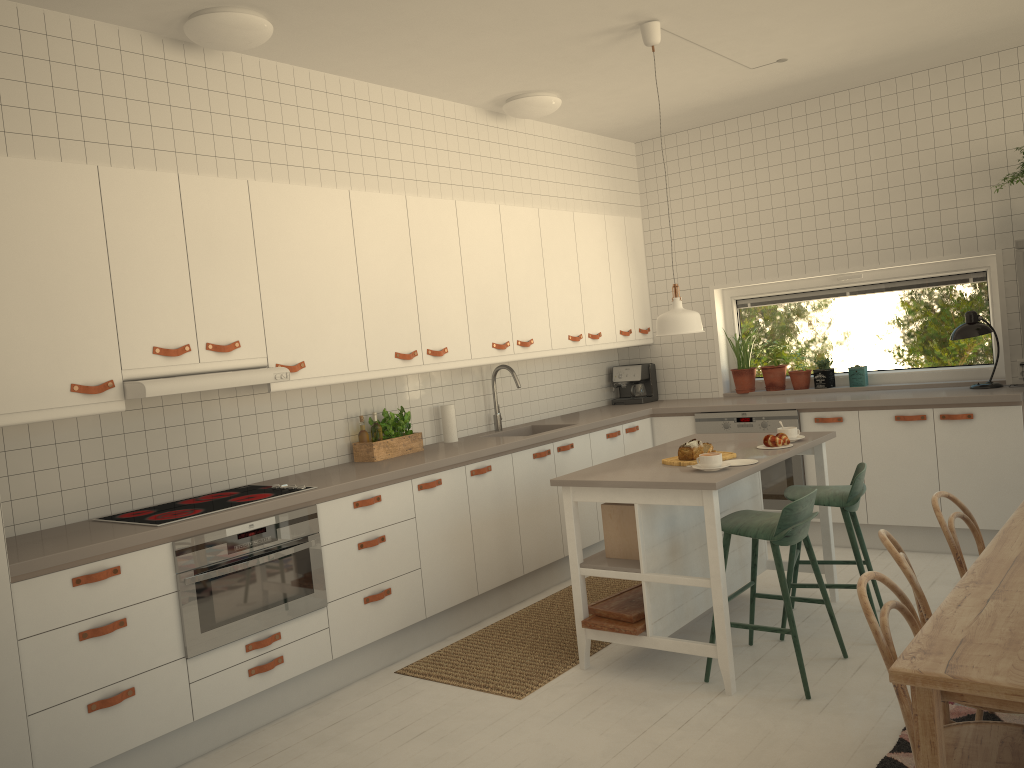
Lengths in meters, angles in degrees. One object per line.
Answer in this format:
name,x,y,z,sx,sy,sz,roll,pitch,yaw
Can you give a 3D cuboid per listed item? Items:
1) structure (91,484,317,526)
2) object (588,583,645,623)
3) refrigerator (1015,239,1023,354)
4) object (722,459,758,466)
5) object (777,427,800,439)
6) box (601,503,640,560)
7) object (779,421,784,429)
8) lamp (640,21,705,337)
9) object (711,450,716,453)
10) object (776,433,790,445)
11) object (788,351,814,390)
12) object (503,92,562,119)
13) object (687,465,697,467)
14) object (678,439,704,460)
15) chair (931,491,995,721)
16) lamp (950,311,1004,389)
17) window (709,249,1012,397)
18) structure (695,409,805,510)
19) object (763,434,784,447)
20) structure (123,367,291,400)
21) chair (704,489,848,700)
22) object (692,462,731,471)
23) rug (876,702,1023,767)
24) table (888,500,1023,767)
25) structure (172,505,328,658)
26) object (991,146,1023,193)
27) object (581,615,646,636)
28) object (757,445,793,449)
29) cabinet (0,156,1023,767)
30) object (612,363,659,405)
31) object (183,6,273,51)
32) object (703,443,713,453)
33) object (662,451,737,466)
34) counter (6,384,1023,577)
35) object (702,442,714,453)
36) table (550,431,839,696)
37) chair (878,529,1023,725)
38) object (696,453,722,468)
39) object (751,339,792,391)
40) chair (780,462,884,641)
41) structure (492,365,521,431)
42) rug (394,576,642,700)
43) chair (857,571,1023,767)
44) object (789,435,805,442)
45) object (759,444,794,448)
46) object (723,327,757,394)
structure,-1.287,0.516,3.769,0.504,0.057,0.764,-4,3,38
object,0.576,0.990,4.040,0.430,0.030,0.280,-8,4,-43
refrigerator,3.414,0.050,4.685,1.145,1.777,0.559,-4,3,38
object,0.980,0.341,3.839,0.167,0.005,0.167,-4,3,34
object,1.354,0.246,4.354,0.094,0.060,0.098,-4,3,35
box,0.612,0.637,4.047,0.237,0.242,0.357,-4,3,39
object,1.346,0.229,4.375,0.028,0.086,0.102,-6,2,-11
lamp,0.719,-0.975,4.165,0.229,1.490,0.230,-4,3,39
object,0.897,0.314,4.080,0.068,0.017,0.077,-8,4,-44
object,1.284,0.264,4.210,0.060,0.059,0.074,-5,2,8
object,2.017,-0.096,6.178,0.194,0.277,0.177,-6,2,5
object,0.121,-1.631,5.241,0.351,0.101,0.351,-6,3,-10
object,0.803,0.346,3.785,0.132,0.011,0.027,-6,3,-13
object,0.800,0.294,3.978,0.090,0.087,0.086,-8,3,-44
chair,1.671,0.761,2.898,0.483,0.810,0.386,-4,3,41
lamp,2.759,-0.206,5.294,0.262,0.465,0.239,-7,2,-23
window,2.312,-0.368,6.017,1.897,0.816,0.293,-4,3,38
structure,1.746,0.505,6.051,0.705,0.710,0.704,-4,3,38
object,1.230,0.269,4.211,0.070,0.060,0.131,-6,3,-14
structure,-1.369,-0.004,3.786,0.482,0.073,0.681,-4,3,38
chair,1.077,0.829,3.712,0.446,0.752,0.485,-4,3,38
object,0.842,0.352,3.739,0.160,0.020,0.160,-6,3,4
rug,1.909,1.173,2.361,1.748,0.035,3.027,-4,3,38
table,1.688,0.830,2.210,0.894,0.749,1.798,-4,3,38
structure,-1.294,0.801,3.816,0.704,0.447,0.682,-4,3,38
object,2.908,-1.074,4.830,0.468,0.545,0.474,-8,3,-38
object,0.546,1.026,3.971,0.280,0.030,0.430,-4,3,38
object,1.248,0.297,4.212,0.167,0.005,0.167,-4,3,34
cabinet,0.477,-0.009,4.229,2.852,2.159,4.847,-4,3,38
object,0.898,0.004,6.757,0.316,0.292,0.280,-4,3,39
object,-1.151,-1.427,3.613,0.351,0.101,0.351,-6,3,-10
object,0.868,0.299,4.028,0.083,0.057,0.072,-3,3,44
object,0.850,0.339,4.031,0.306,0.019,0.237,-8,3,-35
counter,0.518,0.386,4.243,2.856,0.163,4.847,-4,3,38
object,0.879,0.298,4.055,0.083,0.055,0.073,-3,4,45
table,0.957,0.762,4.252,0.794,0.864,1.424,-4,3,38
chair,1.333,0.813,2.518,0.483,0.810,0.386,-5,2,21
object,0.837,0.325,3.738,0.098,0.064,0.094,-6,2,-3
object,1.868,-0.137,6.319,0.234,0.369,0.258,-8,3,-40
chair,1.483,0.766,4.175,0.446,0.752,0.485,-5,3,23
structure,-0.036,0.087,5.599,0.063,0.421,0.236,-8,3,-44
rug,0.354,1.235,4.706,0.749,0.004,2.001,-4,3,38
chair,1.097,0.858,2.066,0.483,0.810,0.386,-4,3,36
object,1.355,0.272,4.353,0.160,0.020,0.160,-4,3,35
object,1.250,0.294,4.215,0.120,0.005,0.122,-8,3,-33
object,1.690,-0.187,6.434,0.300,0.499,0.334,-5,3,21
